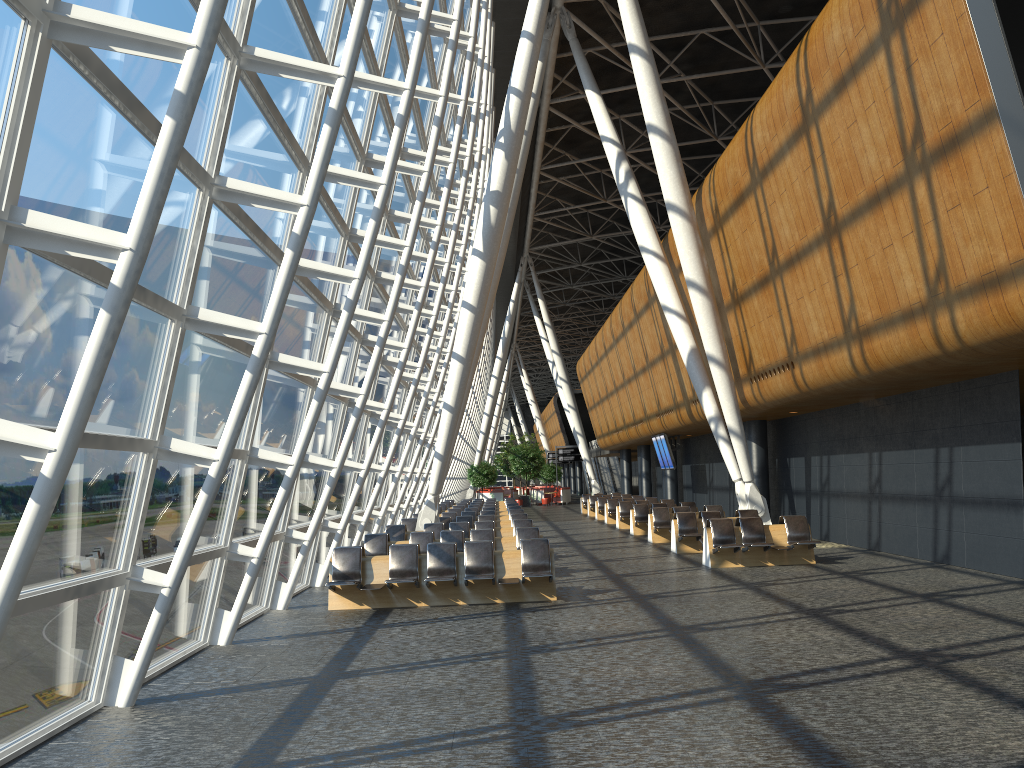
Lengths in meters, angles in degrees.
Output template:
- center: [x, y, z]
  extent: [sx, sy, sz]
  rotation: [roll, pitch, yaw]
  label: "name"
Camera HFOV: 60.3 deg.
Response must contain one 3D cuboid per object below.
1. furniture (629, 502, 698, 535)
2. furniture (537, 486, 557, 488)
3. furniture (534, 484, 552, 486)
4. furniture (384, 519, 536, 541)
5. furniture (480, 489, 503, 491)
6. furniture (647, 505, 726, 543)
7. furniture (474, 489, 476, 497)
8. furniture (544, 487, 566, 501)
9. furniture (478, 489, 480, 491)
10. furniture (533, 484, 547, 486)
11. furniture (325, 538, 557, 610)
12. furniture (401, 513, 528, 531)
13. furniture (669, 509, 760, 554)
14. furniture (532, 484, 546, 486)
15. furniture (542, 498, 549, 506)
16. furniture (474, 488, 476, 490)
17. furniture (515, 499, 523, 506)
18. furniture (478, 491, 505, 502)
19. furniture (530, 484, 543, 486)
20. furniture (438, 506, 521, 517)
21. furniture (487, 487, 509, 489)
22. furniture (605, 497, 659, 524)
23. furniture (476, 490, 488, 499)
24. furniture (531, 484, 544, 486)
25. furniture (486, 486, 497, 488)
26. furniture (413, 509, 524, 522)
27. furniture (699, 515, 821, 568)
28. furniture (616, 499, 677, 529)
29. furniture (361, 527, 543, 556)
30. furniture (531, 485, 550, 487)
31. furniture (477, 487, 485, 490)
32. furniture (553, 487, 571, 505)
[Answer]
- center: [4.353, 3.839, 25.208]
  extent: [1.896, 0.868, 1.667]
  rotation: [-2, -5, -1]
  label: "furniture"
- center: [2.416, 7.956, 64.180]
  extent: [0.887, 1.006, 2.842]
  rotation: [-1, -5, -33]
  label: "furniture"
- center: [3.234, 10.887, 91.568]
  extent: [1.896, 0.868, 1.667]
  rotation: [-2, -5, -1]
  label: "furniture"
- center: [-1.109, 3.394, 18.882]
  extent: [3.250, 0.868, 1.667]
  rotation: [-2, -5, -1]
  label: "furniture"
- center: [-1.296, 7.720, 60.519]
  extent: [0.887, 1.006, 2.842]
  rotation: [-1, -5, -33]
  label: "furniture"
- center: [4.404, 3.520, 22.209]
  extent: [1.896, 0.868, 1.667]
  rotation: [-2, -5, -1]
  label: "furniture"
- center: [-2.077, 9.486, 76.243]
  extent: [3.250, 0.868, 1.667]
  rotation: [-2, -5, -1]
  label: "furniture"
- center: [2.542, 7.160, 56.686]
  extent: [0.887, 1.006, 2.842]
  rotation: [-1, -5, -33]
  label: "furniture"
- center: [-1.858, 8.050, 63.423]
  extent: [0.889, 1.005, 2.838]
  rotation: [-3, -5, 11]
  label: "furniture"
- center: [3.183, 11.206, 94.567]
  extent: [1.896, 0.868, 1.667]
  rotation: [-2, -5, -1]
  label: "furniture"
- center: [-1.008, 2.756, 12.883]
  extent: [3.250, 0.868, 1.667]
  rotation: [-2, -5, -1]
  label: "furniture"
- center: [-1.160, 3.712, 21.882]
  extent: [3.250, 0.868, 1.667]
  rotation: [-2, -5, -1]
  label: "furniture"
- center: [4.455, 3.202, 19.209]
  extent: [1.896, 0.868, 1.667]
  rotation: [-2, -5, -1]
  label: "furniture"
- center: [3.132, 11.525, 97.567]
  extent: [1.896, 0.868, 1.667]
  rotation: [-2, -5, -1]
  label: "furniture"
- center: [1.982, 6.966, 52.031]
  extent: [0.443, 0.459, 0.444]
  rotation: [-3, -3, 11]
  label: "furniture"
- center: [-2.178, 10.124, 82.242]
  extent: [3.250, 0.868, 1.667]
  rotation: [-2, -5, -1]
  label: "furniture"
- center: [0.417, 6.981, 51.571]
  extent: [0.444, 0.459, 0.443]
  rotation: [-5, -4, 41]
  label: "furniture"
- center: [-1.170, 6.924, 53.025]
  extent: [0.887, 1.006, 2.842]
  rotation: [-1, -5, -33]
  label: "furniture"
- center: [3.031, 12.162, 103.566]
  extent: [1.896, 0.868, 1.667]
  rotation: [-2, -5, -1]
  label: "furniture"
- center: [-1.261, 4.349, 27.881]
  extent: [3.250, 0.868, 1.667]
  rotation: [-2, -5, -1]
  label: "furniture"
- center: [-1.098, 8.941, 72.159]
  extent: [0.892, 1.006, 2.828]
  rotation: [-5, -5, 41]
  label: "furniture"
- center: [4.252, 4.476, 31.207]
  extent: [1.896, 0.868, 1.667]
  rotation: [-2, -5, -1]
  label: "furniture"
- center: [-1.732, 7.254, 55.929]
  extent: [0.889, 1.005, 2.838]
  rotation: [-3, -5, 11]
  label: "furniture"
- center: [3.082, 11.843, 100.566]
  extent: [1.896, 0.868, 1.667]
  rotation: [-2, -5, -1]
  label: "furniture"
- center: [-2.381, 11.398, 94.241]
  extent: [3.250, 0.868, 1.667]
  rotation: [-2, -5, -1]
  label: "furniture"
- center: [-1.210, 4.031, 24.881]
  extent: [3.250, 0.868, 1.667]
  rotation: [-2, -5, -1]
  label: "furniture"
- center: [4.505, 2.883, 16.210]
  extent: [1.896, 0.868, 1.667]
  rotation: [-2, -5, -1]
  label: "furniture"
- center: [4.303, 4.157, 28.208]
  extent: [1.896, 0.868, 1.667]
  rotation: [-2, -5, -1]
  label: "furniture"
- center: [-1.058, 3.075, 15.883]
  extent: [3.250, 0.868, 1.667]
  rotation: [-2, -5, -1]
  label: "furniture"
- center: [2.018, 8.362, 67.880]
  extent: [0.892, 1.006, 2.828]
  rotation: [-5, -5, 41]
  label: "furniture"
- center: [-2.279, 10.761, 88.241]
  extent: [3.250, 0.868, 1.667]
  rotation: [-2, -5, -1]
  label: "furniture"
- center: [3.104, 6.830, 53.782]
  extent: [0.889, 1.005, 2.838]
  rotation: [-3, -5, 11]
  label: "furniture"
